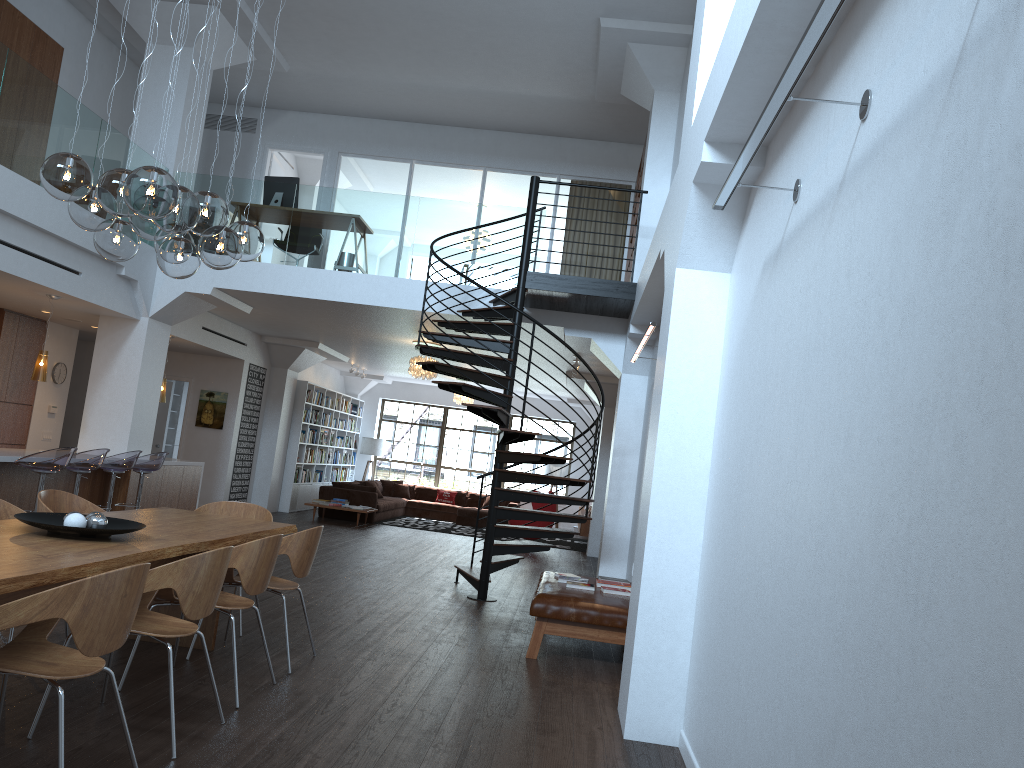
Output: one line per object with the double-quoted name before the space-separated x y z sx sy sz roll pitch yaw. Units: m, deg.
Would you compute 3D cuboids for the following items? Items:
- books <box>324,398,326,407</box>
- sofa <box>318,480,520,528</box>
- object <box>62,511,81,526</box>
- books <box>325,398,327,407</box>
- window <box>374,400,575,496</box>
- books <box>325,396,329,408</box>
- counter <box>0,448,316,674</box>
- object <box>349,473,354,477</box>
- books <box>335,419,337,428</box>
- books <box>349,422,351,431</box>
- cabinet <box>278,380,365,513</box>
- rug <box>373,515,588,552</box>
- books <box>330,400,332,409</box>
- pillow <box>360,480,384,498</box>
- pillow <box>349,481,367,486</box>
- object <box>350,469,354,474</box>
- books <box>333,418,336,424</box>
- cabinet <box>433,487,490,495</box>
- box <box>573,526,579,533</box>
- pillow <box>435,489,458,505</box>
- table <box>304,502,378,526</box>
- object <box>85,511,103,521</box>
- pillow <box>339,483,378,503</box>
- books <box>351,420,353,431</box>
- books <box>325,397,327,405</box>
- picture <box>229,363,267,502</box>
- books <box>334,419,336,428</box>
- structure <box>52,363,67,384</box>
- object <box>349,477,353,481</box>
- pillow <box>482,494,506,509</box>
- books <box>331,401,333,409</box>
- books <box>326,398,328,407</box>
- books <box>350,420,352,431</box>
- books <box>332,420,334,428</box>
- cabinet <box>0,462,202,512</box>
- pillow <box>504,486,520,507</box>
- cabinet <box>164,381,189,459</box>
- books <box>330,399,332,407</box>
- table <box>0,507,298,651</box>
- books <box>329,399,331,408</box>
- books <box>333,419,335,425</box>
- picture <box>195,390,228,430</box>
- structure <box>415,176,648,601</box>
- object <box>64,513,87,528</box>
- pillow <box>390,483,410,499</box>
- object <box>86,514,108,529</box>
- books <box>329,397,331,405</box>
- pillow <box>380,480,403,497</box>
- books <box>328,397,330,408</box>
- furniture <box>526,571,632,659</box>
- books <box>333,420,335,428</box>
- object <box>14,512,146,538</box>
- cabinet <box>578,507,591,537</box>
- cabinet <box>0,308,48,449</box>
"books" -3.789 0.361 17.685 0.139 0.191 0.036 7 -5 4
"sofa" -1.682 2.480 18.042 3.481 0.664 4.197 7 -5 4
"object" -2.150 0.675 4.351 0.100 0.100 0.100 12 -7 -40
"books" -3.781 0.362 17.744 0.146 0.202 0.027 7 -5 4
"window" -0.923 1.606 21.148 4.648 1.905 0.114 7 -5 4
"books" -3.776 0.363 17.912 0.140 0.231 0.042 7 -5 4
"counter" -4.106 1.173 8.312 3.039 0.860 8.182 10 -6 -25
"object" -3.836 2.084 20.364 0.331 0.088 0.410 7 -5 4
"books" -3.766 0.823 18.646 0.146 0.202 0.027 7 -5 4
"books" -3.691 0.911 19.769 0.183 0.253 0.034 7 -5 4
"cabinet" -3.973 1.338 18.416 0.461 2.414 4.500 7 -5 4
"rug" -0.415 2.915 17.401 4.200 0.007 3.100 7 -5 6
"books" -3.759 0.413 18.141 0.128 0.178 0.022 7 -5 4
"pillow" -2.873 2.168 18.095 0.325 0.391 0.625 5 -6 21
"pillow" -2.858 2.016 16.670 0.269 0.411 0.559 12 -7 -39
"object" -3.832 1.996 20.372 0.316 0.088 0.410 7 -5 4
"books" -3.776 0.820 18.620 0.146 0.202 0.027 7 -5 4
"cabinet" -1.115 2.799 20.492 1.520 0.625 0.350 7 -5 4
"box" 1.512 3.343 20.253 0.228 0.165 0.368 7 -5 4
"pillow" -1.456 2.509 19.642 0.465 0.308 0.220 7 -5 1
"table" -3.008 2.285 15.595 1.100 0.271 0.853 7 -5 4
"object" -2.078 0.685 4.419 0.100 0.100 0.100 12 -7 -40
"pillow" -2.843 2.035 16.400 0.750 0.364 0.289 7 -5 4
"books" -3.679 0.927 19.929 0.183 0.253 0.034 7 -5 4
"books" -3.791 0.358 17.718 0.146 0.202 0.027 7 -5 4
"picture" -4.442 0.870 14.924 0.021 2.380 0.800 7 -5 5
"books" -3.774 0.822 18.587 0.139 0.191 0.036 7 -5 4
"structure" -6.326 -0.148 12.398 0.040 0.300 0.300 7 -5 4
"object" -3.847 2.171 20.355 0.331 0.088 0.410 7 -5 4
"pillow" -0.388 2.591 19.443 0.542 0.362 0.248 5 -6 25
"books" -3.752 0.426 18.232 0.109 0.171 0.018 7 -5 4
"books" -3.780 0.369 17.826 0.146 0.202 0.027 7 -5 4
"books" -3.693 0.928 19.890 0.174 0.240 0.045 7 -5 4
"books" -3.772 0.825 18.455 0.106 0.162 0.032 7 -5 4
"cabinet" -4.908 1.250 9.993 0.898 0.796 4.493 7 -5 4
"pillow" -0.163 2.551 19.598 0.651 0.587 0.335 9 -5 -17
"cabinet" -6.494 0.497 15.933 0.527 2.991 2.630 7 -5 4
"books" -3.766 0.400 18.121 0.127 0.200 0.020 7 -5 4
"table" -2.166 1.105 4.310 1.012 0.750 3.803 7 -5 5
"books" -3.767 0.397 18.047 0.139 0.191 0.036 7 -5 4
"books" -3.774 0.826 18.557 0.128 0.178 0.021 7 -5 4
"picture" -4.858 0.413 14.343 0.450 0.600 0.030 7 -5 4
"structure" -0.027 -0.007 9.057 1.998 4.352 1.998 11 -6 -35
"object" -2.099 0.670 4.261 0.100 0.100 0.100 12 -7 -40
"pillow" -2.464 2.360 19.581 0.489 0.337 0.238 10 -6 -26
"object" -2.027 0.684 4.331 0.100 0.100 0.100 12 -7 -40
"books" -3.772 0.372 18.009 0.140 0.231 0.042 7 -5 4
"pillow" -2.644 2.329 19.694 0.580 0.418 0.334 9 -6 -22
"books" -3.779 0.369 17.961 0.158 0.226 0.052 7 -5 4
"furniture" 0.619 1.879 7.223 0.907 0.453 1.819 7 -5 4
"books" -3.776 0.826 18.530 0.126 0.173 0.032 7 -5 4
"object" -2.116 0.702 4.353 0.592 0.066 0.592 11 -7 -38
"cabinet" 1.585 2.762 17.906 0.459 0.350 4.501 7 -5 4
"cabinet" -6.922 0.078 9.315 0.598 2.499 5.299 7 -5 4
